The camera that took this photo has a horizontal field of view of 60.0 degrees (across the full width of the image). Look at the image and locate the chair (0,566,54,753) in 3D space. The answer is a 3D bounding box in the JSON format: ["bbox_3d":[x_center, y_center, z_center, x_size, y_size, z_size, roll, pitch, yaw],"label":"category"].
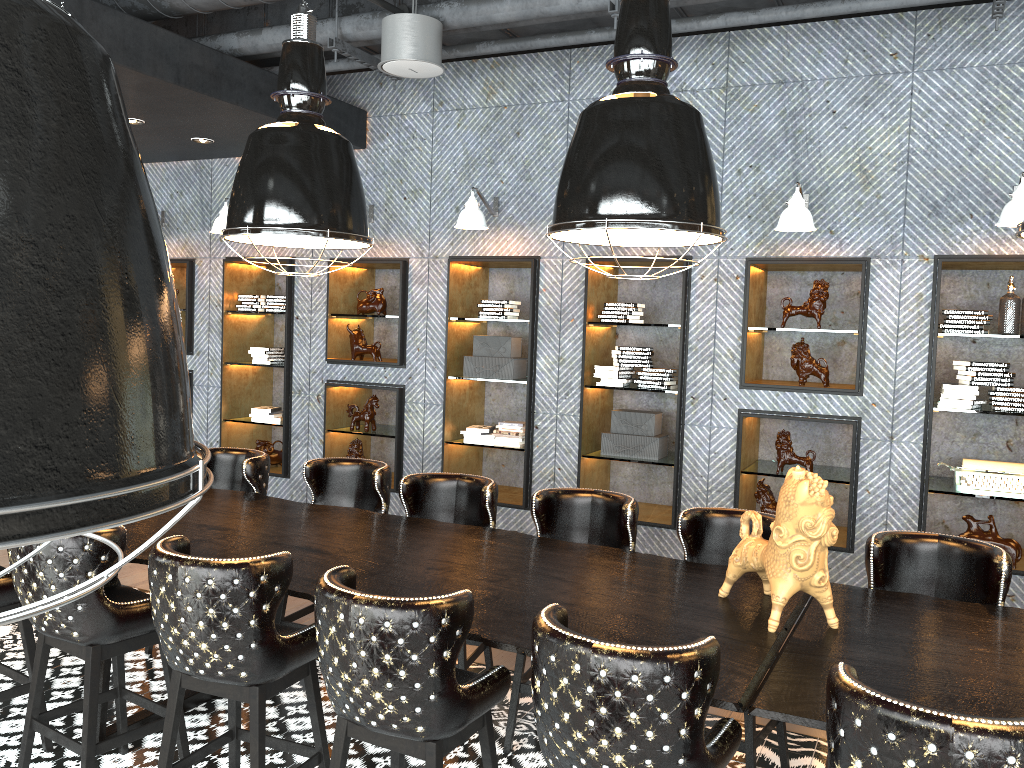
[{"bbox_3d":[-2.273,0.989,3.606,0.504,1.092,0.568,4,4,35],"label":"chair"}]

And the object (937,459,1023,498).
[{"bbox_3d":[2.893,0.564,5.419,0.535,0.149,0.484,4,4,24],"label":"object"}]

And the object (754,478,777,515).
[{"bbox_3d":[1.716,0.808,5.795,0.266,0.359,0.168,3,3,18],"label":"object"}]

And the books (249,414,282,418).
[{"bbox_3d":[-2.130,0.270,7.671,0.227,0.024,0.166,3,4,11],"label":"books"}]

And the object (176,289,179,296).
[{"bbox_3d":[-3.111,-0.823,7.987,0.290,0.290,0.097,4,3,24],"label":"object"}]

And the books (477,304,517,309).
[{"bbox_3d":[-0.110,-0.590,6.720,0.245,0.028,0.193,4,4,31],"label":"books"}]

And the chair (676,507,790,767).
[{"bbox_3d":[0.873,1.098,3.651,0.504,1.092,0.568,4,4,34],"label":"chair"}]

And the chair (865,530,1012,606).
[{"bbox_3d":[1.551,1.144,3.306,0.504,1.092,0.568,4,4,27],"label":"chair"}]

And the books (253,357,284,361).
[{"bbox_3d":[-2.061,-0.213,7.588,0.193,0.028,0.245,5,4,34],"label":"books"}]

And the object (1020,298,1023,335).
[{"bbox_3d":[3.006,-0.450,5.119,0.109,0.349,0.109,3,3,10],"label":"object"}]

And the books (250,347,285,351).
[{"bbox_3d":[-2.102,-0.302,7.629,0.193,0.028,0.245,3,4,18],"label":"books"}]

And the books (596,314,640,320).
[{"bbox_3d":[0.753,-0.474,6.278,0.245,0.028,0.193,5,5,36],"label":"books"}]

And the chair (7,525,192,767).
[{"bbox_3d":[-1.590,1.029,3.357,0.504,1.092,0.568,4,4,34],"label":"chair"}]

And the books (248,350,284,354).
[{"bbox_3d":[-2.108,-0.273,7.620,0.193,0.028,0.245,4,4,28],"label":"books"}]

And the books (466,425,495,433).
[{"bbox_3d":[-0.238,0.344,6.785,0.179,0.029,0.225,3,4,10],"label":"books"}]

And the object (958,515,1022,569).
[{"bbox_3d":[2.826,0.923,5.246,0.341,0.303,0.165,4,4,30],"label":"object"}]

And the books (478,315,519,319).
[{"bbox_3d":[-0.103,-0.503,6.697,0.245,0.028,0.193,4,4,25],"label":"books"}]

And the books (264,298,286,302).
[{"bbox_3d":[-1.959,-0.710,7.568,0.245,0.028,0.194,2,4,5],"label":"books"}]

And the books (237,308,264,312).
[{"bbox_3d":[-2.223,-0.642,7.694,0.245,0.028,0.193,4,4,29],"label":"books"}]

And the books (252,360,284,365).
[{"bbox_3d":[-2.084,-0.188,7.635,0.193,0.028,0.245,3,4,21],"label":"books"}]

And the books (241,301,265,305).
[{"bbox_3d":[-2.203,-0.700,7.727,0.245,0.028,0.193,4,4,32],"label":"books"}]

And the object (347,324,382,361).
[{"bbox_3d":[-1.178,-0.324,7.100,0.324,0.309,0.154,4,4,30],"label":"object"}]

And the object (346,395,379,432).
[{"bbox_3d":[-1.212,0.229,7.160,0.317,0.306,0.143,3,3,21],"label":"object"}]

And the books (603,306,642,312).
[{"bbox_3d":[0.789,-0.530,6.292,0.245,0.028,0.193,3,4,17],"label":"books"}]

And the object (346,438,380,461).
[{"bbox_3d":[-1.185,0.637,7.125,0.338,0.387,0.177,4,4,33],"label":"object"}]

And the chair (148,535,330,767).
[{"bbox_3d":[-0.949,1.072,3.040,0.504,1.092,0.568,3,3,22],"label":"chair"}]

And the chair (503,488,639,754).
[{"bbox_3d":[0.288,1.055,4.000,0.504,1.092,0.568,3,3,20],"label":"chair"}]

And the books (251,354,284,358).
[{"bbox_3d":[-2.086,-0.244,7.623,0.193,0.028,0.245,4,4,25],"label":"books"}]

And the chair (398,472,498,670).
[{"bbox_3d":[-0.348,1.013,4.303,0.504,1.092,0.568,3,3,16],"label":"chair"}]

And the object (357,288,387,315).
[{"bbox_3d":[-1.124,-0.658,7.078,0.278,0.222,0.138,4,4,25],"label":"object"}]

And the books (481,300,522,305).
[{"bbox_3d":[-0.082,-0.615,6.683,0.245,0.028,0.193,4,4,28],"label":"books"}]

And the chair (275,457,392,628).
[{"bbox_3d":[-0.925,0.968,4.682,0.504,1.092,0.568,3,3,22],"label":"chair"}]

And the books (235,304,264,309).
[{"bbox_3d":[-2.244,-0.671,7.693,0.245,0.028,0.193,5,5,37],"label":"books"}]

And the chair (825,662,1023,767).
[{"bbox_3d":[0.971,1.203,2.054,0.504,1.092,0.568,3,3,23],"label":"chair"}]

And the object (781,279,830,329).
[{"bbox_3d":[1.872,-0.515,5.675,0.292,0.325,0.152,3,3,23],"label":"object"}]

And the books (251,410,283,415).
[{"bbox_3d":[-2.121,0.245,7.690,0.175,0.024,0.243,3,4,16],"label":"books"}]

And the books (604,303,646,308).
[{"bbox_3d":[0.801,-0.558,6.296,0.245,0.028,0.193,4,4,25],"label":"books"}]

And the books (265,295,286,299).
[{"bbox_3d":[-1.957,-0.738,7.567,0.245,0.028,0.194,2,4,-3],"label":"books"}]

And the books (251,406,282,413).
[{"bbox_3d":[-2.122,0.220,7.670,0.179,0.029,0.225,3,4,8],"label":"books"}]

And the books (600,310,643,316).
[{"bbox_3d":[0.781,-0.502,6.286,0.245,0.028,0.193,4,4,33],"label":"books"}]

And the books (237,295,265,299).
[{"bbox_3d":[-2.218,-0.755,7.688,0.245,0.028,0.193,4,4,22],"label":"books"}]

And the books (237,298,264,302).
[{"bbox_3d":[-2.220,-0.727,7.690,0.245,0.028,0.193,4,4,30],"label":"books"}]

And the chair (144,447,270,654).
[{"bbox_3d":[-1.641,0.928,4.907,0.504,1.092,0.568,4,4,34],"label":"chair"}]

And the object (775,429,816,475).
[{"bbox_3d":[1.811,0.444,5.674,0.257,0.294,0.135,4,4,33],"label":"object"}]

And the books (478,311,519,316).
[{"bbox_3d":[-0.098,-0.530,6.683,0.245,0.028,0.193,5,5,36],"label":"books"}]

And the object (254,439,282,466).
[{"bbox_3d":[-2.118,0.599,7.724,0.157,0.251,0.314,5,4,41],"label":"object"}]

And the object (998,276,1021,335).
[{"bbox_3d":[2.902,-0.457,5.169,0.109,0.349,0.109,1,3,-20],"label":"object"}]

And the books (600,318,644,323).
[{"bbox_3d":[0.778,-0.444,6.268,0.245,0.028,0.193,5,5,41],"label":"books"}]

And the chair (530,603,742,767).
[{"bbox_3d":[0.309,1.158,2.397,0.504,1.092,0.568,4,4,30],"label":"chair"}]

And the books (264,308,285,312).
[{"bbox_3d":[-1.962,-0.625,7.573,0.245,0.028,0.194,2,4,4],"label":"books"}]

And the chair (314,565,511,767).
[{"bbox_3d":[-0.328,1.115,2.712,0.504,1.092,0.568,4,4,28],"label":"chair"}]

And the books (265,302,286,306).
[{"bbox_3d":[-1.960,-0.684,7.610,0.245,0.028,0.194,3,4,7],"label":"books"}]

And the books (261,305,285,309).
[{"bbox_3d":[-1.982,-0.654,7.562,0.245,0.028,0.193,3,4,12],"label":"books"}]

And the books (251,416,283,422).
[{"bbox_3d":[-2.113,0.299,7.674,0.243,0.034,0.180,2,4,-5],"label":"books"}]

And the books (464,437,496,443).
[{"bbox_3d":[-0.238,0.422,6.793,0.243,0.034,0.180,2,4,4],"label":"books"}]

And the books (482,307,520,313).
[{"bbox_3d":[-0.081,-0.558,6.684,0.245,0.028,0.193,3,4,16],"label":"books"}]

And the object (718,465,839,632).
[{"bbox_3d":[0.902,0.517,2.975,0.249,0.545,0.475,1,3,-12],"label":"object"}]

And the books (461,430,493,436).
[{"bbox_3d":[-0.263,0.367,6.820,0.175,0.024,0.243,4,4,24],"label":"books"}]

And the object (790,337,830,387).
[{"bbox_3d":[1.907,-0.128,5.667,0.242,0.337,0.159,4,4,30],"label":"object"}]
